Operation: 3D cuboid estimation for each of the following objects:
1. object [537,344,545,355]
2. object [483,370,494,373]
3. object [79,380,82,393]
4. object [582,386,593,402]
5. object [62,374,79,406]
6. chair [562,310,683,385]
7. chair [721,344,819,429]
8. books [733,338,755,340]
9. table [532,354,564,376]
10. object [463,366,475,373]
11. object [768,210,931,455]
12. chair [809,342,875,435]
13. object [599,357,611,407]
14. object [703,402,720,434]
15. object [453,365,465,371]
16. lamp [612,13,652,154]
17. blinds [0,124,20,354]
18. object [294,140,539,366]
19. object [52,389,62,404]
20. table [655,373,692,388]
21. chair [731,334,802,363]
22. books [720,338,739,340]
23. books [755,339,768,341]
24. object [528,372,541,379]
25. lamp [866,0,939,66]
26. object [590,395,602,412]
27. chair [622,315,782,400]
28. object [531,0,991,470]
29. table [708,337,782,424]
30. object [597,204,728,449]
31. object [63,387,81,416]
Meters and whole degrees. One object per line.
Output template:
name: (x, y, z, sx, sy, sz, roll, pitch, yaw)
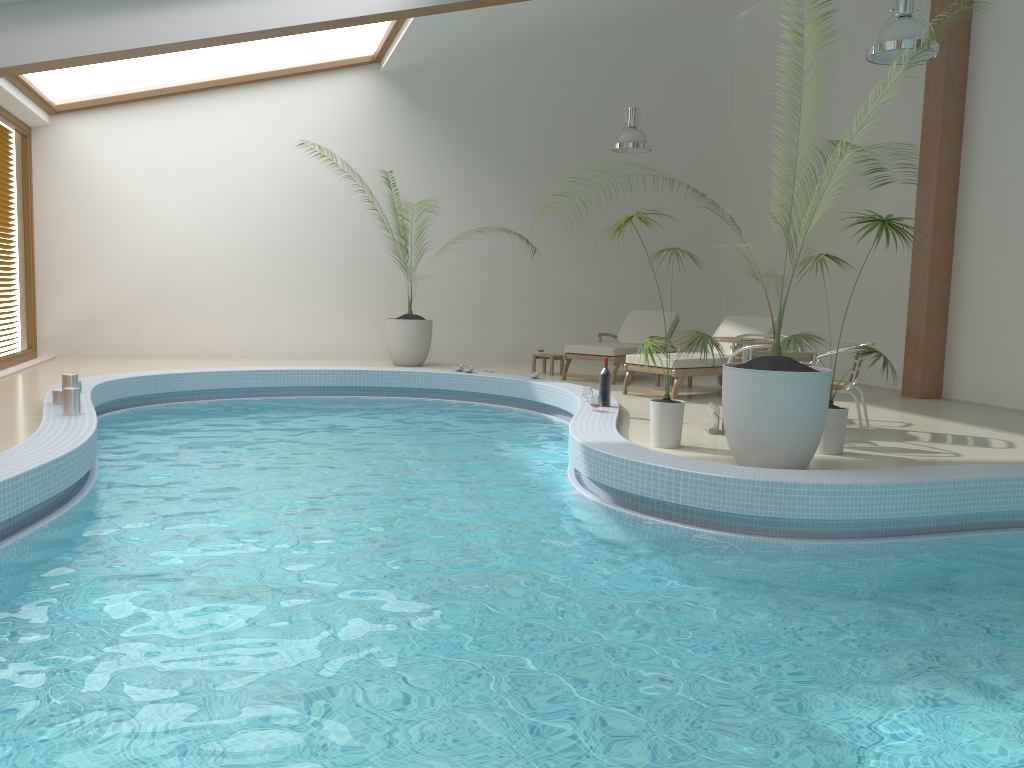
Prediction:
object: (0.379, -0.456, 11.623, 0.102, 0.137, 0.102, 1, 6, -2)
object: (-0.297, -0.131, 11.111, 0.140, 0.069, 0.140, 7, 8, 42)
object: (-3.801, 0.025, 7.700, 0.115, 0.107, 0.115, 5, 7, 32)
object: (0.694, 0.094, 8.152, 0.102, 0.137, 0.102, 1, 6, -8)
object: (-3.412, 0.052, 6.852, 0.115, 0.254, 0.115, 4, 7, 24)
chair: (1.475, -0.516, 11.450, 0.861, 0.866, 1.903, 6, 7, 35)
chair: (2.035, 0.035, 6.964, 0.618, 0.727, 0.563, 1, 6, -4)
books: (1.963, -0.381, 7.494, 0.166, 0.004, 0.241, 4, 7, 24)
table: (0.473, -0.256, 11.621, 0.320, 0.255, 0.283, 6, 7, 35)
object: (-0.518, -0.170, 10.663, 0.140, 0.069, 0.140, 7, 8, 42)
object: (2.330, -0.361, 6.250, 1.059, 1.695, 0.791, 4, 6, 19)
chair: (2.706, 0.005, 7.440, 0.563, 0.727, 0.618, 5, 7, 26)
object: (0.825, -0.020, 7.833, 0.109, 0.435, 0.109, 4, 6, 18)
object: (1.592, 0.270, 7.078, 0.081, 0.223, 0.272, 2, 6, 3)
object: (-0.645, -0.188, 10.794, 0.140, 0.069, 0.140, 7, 8, 42)
lamp: (1.574, -3.982, 11.332, 0.506, 1.958, 0.505, 0, 6, -16)
blinds: (-5.952, -1.588, 9.579, 0.095, 2.921, 4.414, 0, 6, -16)
object: (-1.218, -1.728, 12.180, 2.729, 2.960, 2.979, 6, 8, 38)
object: (-3.579, 0.102, 7.032, 0.115, 0.107, 0.115, 5, 7, 32)
table: (1.916, -0.094, 10.484, 0.283, 0.255, 0.320, -3, 8, -38)
chair: (2.345, -0.089, 8.232, 0.618, 0.727, 0.563, 3, 6, 16)
books: (1.851, -0.377, 7.461, 0.166, 0.004, 0.241, 4, 7, 24)
books: (2.065, -0.377, 7.524, 0.166, 0.004, 0.241, 4, 7, 24)
object: (0.257, -0.097, 10.177, 0.140, 0.069, 0.140, 7, 8, 42)
lamp: (2.975, -3.445, 6.604, 0.506, 1.958, 0.505, 0, 6, -16)
object: (0.710, 0.162, 7.514, 0.102, 0.137, 0.102, 1, 6, -8)
chair: (2.171, -0.324, 9.814, 1.903, 0.866, 0.861, -3, 8, -38)
object: (1.605, -0.961, 5.652, 2.979, 2.960, 2.729, 2, 6, 1)
table: (2.003, -0.026, 7.637, 0.700, 0.720, 0.700, 2, 6, 3)
object: (1.035, -0.401, 6.272, 0.791, 1.695, 1.059, -2, 7, -29)
object: (-3.214, 0.127, 6.473, 0.115, 0.194, 0.115, 4, 7, 24)
